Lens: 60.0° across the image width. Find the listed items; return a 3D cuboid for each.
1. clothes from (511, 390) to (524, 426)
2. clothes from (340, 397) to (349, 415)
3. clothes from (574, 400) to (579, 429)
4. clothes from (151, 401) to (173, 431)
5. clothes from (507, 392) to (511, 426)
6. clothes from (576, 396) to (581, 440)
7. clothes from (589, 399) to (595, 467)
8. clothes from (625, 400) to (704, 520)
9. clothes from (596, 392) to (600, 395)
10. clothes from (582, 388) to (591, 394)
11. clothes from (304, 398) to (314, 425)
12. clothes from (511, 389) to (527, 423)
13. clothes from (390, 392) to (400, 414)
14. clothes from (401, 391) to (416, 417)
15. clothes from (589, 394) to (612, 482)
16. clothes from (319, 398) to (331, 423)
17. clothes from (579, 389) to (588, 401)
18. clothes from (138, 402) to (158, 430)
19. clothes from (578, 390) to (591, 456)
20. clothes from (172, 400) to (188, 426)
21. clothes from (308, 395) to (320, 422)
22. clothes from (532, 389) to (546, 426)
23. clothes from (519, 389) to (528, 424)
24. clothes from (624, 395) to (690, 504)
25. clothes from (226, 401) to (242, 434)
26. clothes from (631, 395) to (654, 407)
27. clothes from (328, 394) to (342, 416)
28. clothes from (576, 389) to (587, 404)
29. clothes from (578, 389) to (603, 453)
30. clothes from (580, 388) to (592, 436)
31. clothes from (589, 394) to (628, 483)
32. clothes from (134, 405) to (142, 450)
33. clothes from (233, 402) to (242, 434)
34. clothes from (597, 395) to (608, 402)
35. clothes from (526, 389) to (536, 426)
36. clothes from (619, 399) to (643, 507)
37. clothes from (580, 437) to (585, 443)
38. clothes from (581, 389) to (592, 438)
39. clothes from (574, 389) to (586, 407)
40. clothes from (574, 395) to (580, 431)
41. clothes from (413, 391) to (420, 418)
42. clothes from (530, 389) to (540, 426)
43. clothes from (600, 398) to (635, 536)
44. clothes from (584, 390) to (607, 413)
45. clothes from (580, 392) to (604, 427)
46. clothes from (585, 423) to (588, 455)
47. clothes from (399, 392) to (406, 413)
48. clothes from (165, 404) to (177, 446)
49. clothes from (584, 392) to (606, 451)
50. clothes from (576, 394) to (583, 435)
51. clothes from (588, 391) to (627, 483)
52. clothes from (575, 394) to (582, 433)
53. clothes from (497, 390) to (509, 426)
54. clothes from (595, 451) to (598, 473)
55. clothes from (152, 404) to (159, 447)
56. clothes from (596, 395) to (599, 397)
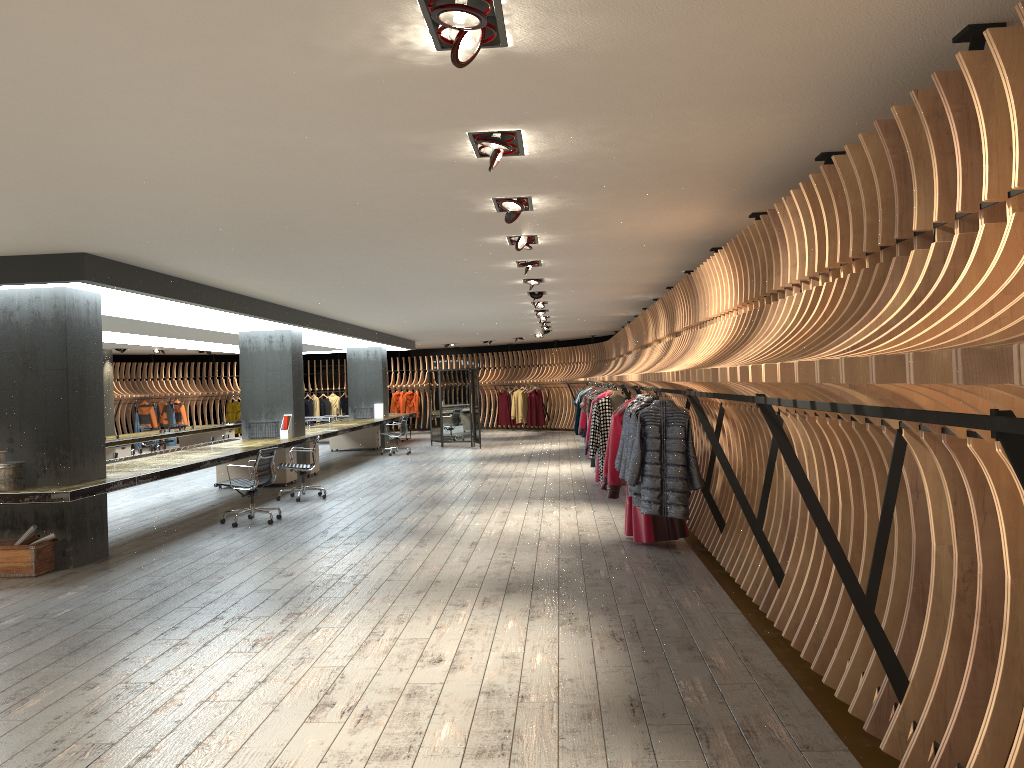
[{"bbox_3d":[0.144,0.732,27.498,0.444,1.129,0.126,-2,-1,-35],"label":"clothes"},{"bbox_3d":[-5.543,1.100,29.470,0.087,1.353,0.539,-3,-1,28],"label":"clothes"},{"bbox_3d":[1.858,0.648,20.245,0.913,1.082,0.238,-2,-1,3],"label":"clothes"},{"bbox_3d":[-10.333,0.946,26.189,0.839,0.881,0.201,-2,-1,23],"label":"clothes"},{"bbox_3d":[-0.095,0.741,27.742,0.127,1.129,0.443,-2,-1,-5],"label":"clothes"},{"bbox_3d":[1.937,0.834,21.723,0.677,1.435,0.203,-2,-1,-7],"label":"clothes"},{"bbox_3d":[1.608,0.870,15.358,0.539,1.353,0.087,-2,-1,3],"label":"clothes"},{"bbox_3d":[1.082,0.542,6.449,0.181,0.854,0.682,-1,-1,-44],"label":"clothes"},{"bbox_3d":[1.551,0.888,14.799,0.277,1.543,0.316,-2,-1,2],"label":"clothes"},{"bbox_3d":[1.782,0.631,19.432,0.733,1.106,0.165,-2,-1,3],"label":"clothes"},{"bbox_3d":[-6.702,1.147,29.184,0.539,1.353,0.087,-3,-1,38],"label":"clothes"},{"bbox_3d":[0.352,0.684,27.270,0.777,1.053,0.151,-2,-1,4],"label":"clothes"},{"bbox_3d":[-3.837,0.697,29.471,0.201,0.881,0.839,-2,0,18],"label":"clothes"},{"bbox_3d":[-3.402,0.681,29.413,0.200,0.881,0.839,-3,-1,33],"label":"clothes"},{"bbox_3d":[1.400,0.705,11.719,0.773,1.161,0.191,-2,-1,3],"label":"clothes"},{"bbox_3d":[-6.206,1.128,29.328,0.539,1.353,0.087,-2,-1,28],"label":"clothes"},{"bbox_3d":[1.850,0.628,19.618,0.733,1.106,0.165,-2,-1,8],"label":"clothes"},{"bbox_3d":[-10.639,0.955,25.714,0.839,0.881,0.201,-2,-1,18],"label":"clothes"},{"bbox_3d":[1.694,0.737,17.196,0.840,1.312,0.321,-2,-1,2],"label":"clothes"},{"bbox_3d":[-10.068,0.932,26.701,0.839,0.881,0.201,-2,-1,33],"label":"clothes"},{"bbox_3d":[-6.514,0.813,29.268,0.704,0.890,0.250,-3,-1,44],"label":"clothes"},{"bbox_3d":[0.794,0.710,26.737,0.444,1.129,0.126,-2,-1,-25],"label":"clothes"},{"bbox_3d":[0.499,0.679,27.106,0.151,1.053,0.777,-3,-1,44],"label":"clothes"},{"bbox_3d":[1.119,0.516,6.778,0.530,0.856,0.234,-2,-1,2],"label":"clothes"},{"bbox_3d":[-8.798,1.061,28.016,0.664,1.045,0.168,-3,-1,34],"label":"clothes"},{"bbox_3d":[1.127,0.513,7.080,0.511,0.854,0.228,-2,-1,23],"label":"clothes"},{"bbox_3d":[-5.929,0.789,29.400,0.704,0.890,0.250,-2,-1,24],"label":"clothes"},{"bbox_3d":[1.834,0.574,20.405,0.734,0.938,0.164,-2,-1,7],"label":"clothes"},{"bbox_3d":[1.678,0.738,16.906,0.839,1.312,0.321,-2,-1,12],"label":"clothes"},{"bbox_3d":[1.795,0.622,18.865,0.715,1.088,0.257,-2,-1,-1],"label":"clothes"},{"bbox_3d":[1.375,0.706,11.496,0.773,1.161,0.191,-2,-1,-7],"label":"clothes"},{"bbox_3d":[-10.723,1.312,25.403,0.200,1.422,0.308,-2,-1,-20],"label":"clothes"},{"bbox_3d":[-8.660,1.056,28.136,0.664,1.045,0.168,-3,-1,34],"label":"clothes"},{"bbox_3d":[1.402,0.704,12.011,0.772,1.161,0.191,-2,-1,23],"label":"clothes"},{"bbox_3d":[0.642,0.715,26.949,0.444,1.129,0.126,-2,-1,-25],"label":"clothes"},{"bbox_3d":[1.111,0.539,6.904,0.585,0.854,0.211,-2,-1,30],"label":"clothes"},{"bbox_3d":[1.920,0.835,21.448,0.677,1.435,0.203,-2,-1,-12],"label":"clothes"},{"bbox_3d":[1.772,0.623,18.427,0.715,1.088,0.257,-2,-1,9],"label":"clothes"},{"bbox_3d":[1.838,0.589,21.006,0.738,0.971,0.167,-2,-1,12],"label":"clothes"},{"bbox_3d":[1.846,0.649,20.036,0.913,1.082,0.238,-2,-1,8],"label":"clothes"},{"bbox_3d":[-3.165,0.673,29.349,0.201,0.881,0.839,-2,0,-17],"label":"clothes"},{"bbox_3d":[0.749,0.711,26.818,0.444,1.129,0.126,-2,-1,0],"label":"clothes"},{"bbox_3d":[1.211,0.776,8.259,0.839,1.312,0.321,-2,-1,32],"label":"clothes"},{"bbox_3d":[1.633,0.630,16.290,0.760,1.020,0.187,-2,-1,4],"label":"clothes"},{"bbox_3d":[1.605,0.629,16.069,0.760,1.030,0.179,-2,-1,-11],"label":"clothes"},{"bbox_3d":[1.728,0.860,17.951,0.539,1.353,0.087,-2,-1,8],"label":"clothes"},{"bbox_3d":[-3.603,0.689,29.493,0.201,0.881,0.839,-2,0,8],"label":"clothes"},{"bbox_3d":[-10.187,1.290,26.464,0.309,1.422,0.200,-2,-1,-25],"label":"clothes"},{"bbox_3d":[1.471,0.758,13.063,0.839,1.312,0.321,-2,-1,22],"label":"clothes"},{"bbox_3d":[1.784,0.650,18.741,0.913,1.082,0.238,-2,-1,3],"label":"clothes"},{"bbox_3d":[1.456,0.760,12.775,0.839,1.312,0.321,-2,-1,32],"label":"clothes"},{"bbox_3d":[1.796,0.649,19.096,0.913,1.082,0.238,-2,-1,8],"label":"clothes"},{"bbox_3d":[-0.267,0.747,27.921,0.444,1.129,0.126,-2,-1,0],"label":"clothes"},{"bbox_3d":[1.517,0.897,14.508,0.373,1.537,0.312,-2,-1,14],"label":"clothes"},{"bbox_3d":[-10.471,1.302,25.941,0.200,1.422,0.309,-2,-1,-5],"label":"clothes"},{"bbox_3d":[1.493,0.550,14.225,0.278,0.767,0.263,-2,-1,10],"label":"clothes"}]
